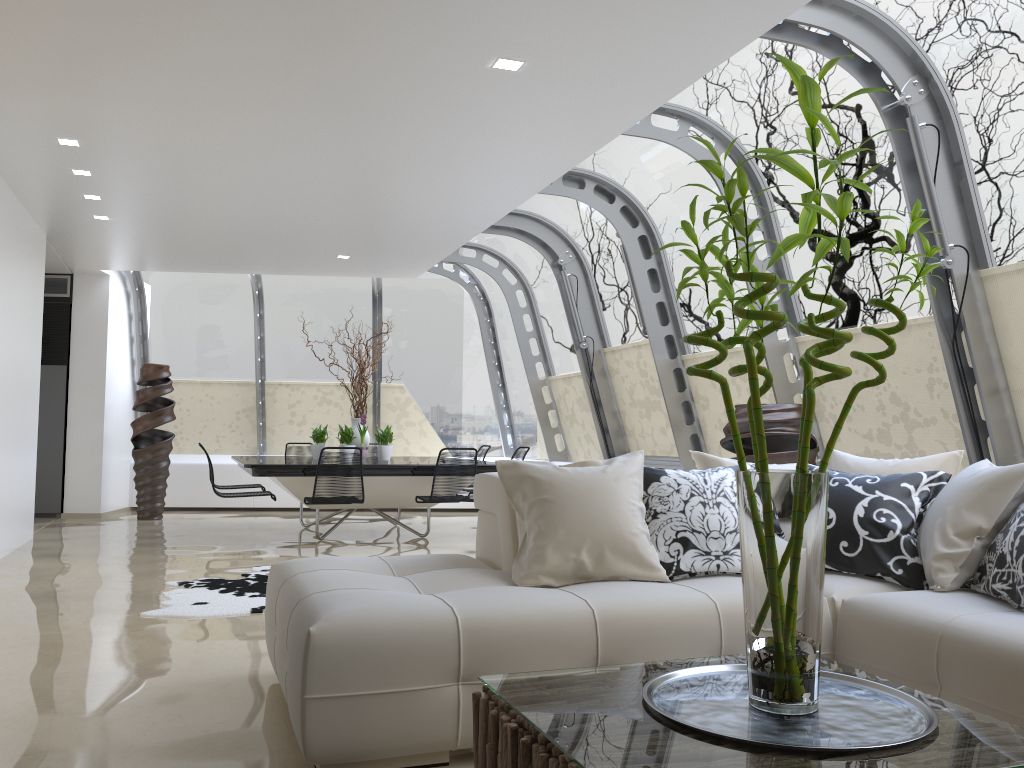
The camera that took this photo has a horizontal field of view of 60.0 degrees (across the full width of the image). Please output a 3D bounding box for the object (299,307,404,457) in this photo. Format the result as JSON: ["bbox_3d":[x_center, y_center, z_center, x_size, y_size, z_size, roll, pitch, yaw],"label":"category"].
[{"bbox_3d":[-1.732,0.011,9.254,1.031,1.549,1.135,2,-4,-27],"label":"object"}]

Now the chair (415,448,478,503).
[{"bbox_3d":[-0.564,0.822,7.886,0.446,0.519,0.688,2,-4,-20],"label":"chair"}]

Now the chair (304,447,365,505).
[{"bbox_3d":[-1.504,0.791,7.551,0.446,0.519,0.688,2,-4,-20],"label":"chair"}]

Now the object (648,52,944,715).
[{"bbox_3d":[0.634,-0.057,2.037,0.673,1.546,0.584,-1,-4,19],"label":"object"}]

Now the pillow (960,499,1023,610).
[{"bbox_3d":[1.784,0.506,2.915,0.382,0.467,0.608,1,-3,0],"label":"pillow"}]

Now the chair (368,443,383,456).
[{"bbox_3d":[-1.615,0.987,10.828,0.446,0.519,0.688,2,-4,-20],"label":"chair"}]

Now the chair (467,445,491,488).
[{"bbox_3d":[-0.614,0.966,10.289,0.688,0.519,0.446,2,-4,-20],"label":"chair"}]

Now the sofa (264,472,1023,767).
[{"bbox_3d":[1.157,0.738,2.422,3.257,0.866,4.169,2,-4,-20],"label":"sofa"}]

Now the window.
[{"bbox_3d":[-5.129,-0.185,5.055,16.693,3.674,16.171,2,-4,-14],"label":"window"}]

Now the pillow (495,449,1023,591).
[{"bbox_3d":[1.622,0.495,2.964,3.322,0.530,1.656,-2,-5,40],"label":"pillow"}]

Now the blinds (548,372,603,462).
[{"bbox_3d":[0.812,0.395,9.903,0.329,1.027,1.430,2,-4,-20],"label":"blinds"}]

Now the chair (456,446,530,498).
[{"bbox_3d":[-0.185,0.899,9.089,0.688,0.519,0.446,2,-4,-20],"label":"chair"}]

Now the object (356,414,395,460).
[{"bbox_3d":[-1.388,0.551,9.153,0.417,0.476,0.238,0,-3,8],"label":"object"}]

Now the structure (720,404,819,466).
[{"bbox_3d":[1.560,0.749,5.400,0.672,1.258,0.674,4,-5,-43],"label":"structure"}]

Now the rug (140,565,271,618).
[{"bbox_3d":[-0.702,1.353,5.894,3.220,0.008,2.705,2,-4,-20],"label":"rug"}]

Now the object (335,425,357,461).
[{"bbox_3d":[-1.666,0.583,8.910,0.215,0.369,0.284,0,-4,14],"label":"object"}]

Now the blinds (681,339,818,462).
[{"bbox_3d":[1.847,0.232,7.007,0.329,1.027,1.430,2,-4,-20],"label":"blinds"}]

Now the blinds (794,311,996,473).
[{"bbox_3d":[2.364,0.151,5.560,0.329,1.027,1.430,2,-4,-20],"label":"blinds"}]

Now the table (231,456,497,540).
[{"bbox_3d":[-1.564,1.167,9.204,2.494,0.759,3.031,2,-4,-20],"label":"table"}]

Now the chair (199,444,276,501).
[{"bbox_3d":[-2.555,0.820,8.247,0.688,0.519,0.446,2,-4,-20],"label":"chair"}]

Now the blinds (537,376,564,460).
[{"bbox_3d":[0.380,1.020,11.544,0.663,2.118,1.829,2,-4,-20],"label":"blinds"}]

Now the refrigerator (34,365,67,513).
[{"bbox_3d":[-5.807,0.647,10.537,1.006,1.742,0.234,1,-3,-6],"label":"refrigerator"}]

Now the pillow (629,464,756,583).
[{"bbox_3d":[0.739,0.550,3.539,0.604,0.471,0.394,1,-3,-4],"label":"pillow"}]

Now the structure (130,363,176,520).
[{"bbox_3d":[-4.240,0.683,10.464,0.498,1.843,0.493,1,-3,-8],"label":"structure"}]

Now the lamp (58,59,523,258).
[{"bbox_3d":[-4.684,-1.757,3.251,9.775,0.004,9.928,2,-4,-19],"label":"lamp"}]

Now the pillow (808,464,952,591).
[{"bbox_3d":[1.399,0.570,3.565,0.599,0.483,0.405,-2,-4,39],"label":"pillow"}]

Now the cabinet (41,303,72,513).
[{"bbox_3d":[-6.427,0.314,10.794,2.252,2.558,0.831,1,-3,-5],"label":"cabinet"}]

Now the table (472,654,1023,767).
[{"bbox_3d":[0.509,0.920,1.915,1.007,0.448,0.923,2,-4,-19],"label":"table"}]

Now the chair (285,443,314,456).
[{"bbox_3d":[-2.487,0.958,10.518,0.446,0.519,0.688,2,-4,-20],"label":"chair"}]

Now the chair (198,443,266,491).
[{"bbox_3d":[-2.984,0.888,9.447,0.688,0.519,0.446,2,-4,-20],"label":"chair"}]

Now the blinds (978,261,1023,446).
[{"bbox_3d":[2.852,-0.024,4.118,0.387,1.214,1.376,2,-4,-20],"label":"blinds"}]

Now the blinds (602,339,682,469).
[{"bbox_3d":[1.304,0.219,8.449,0.387,1.214,1.376,2,-4,-20],"label":"blinds"}]

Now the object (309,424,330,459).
[{"bbox_3d":[-2.006,0.600,9.248,0.215,0.369,0.284,0,-4,19],"label":"object"}]
